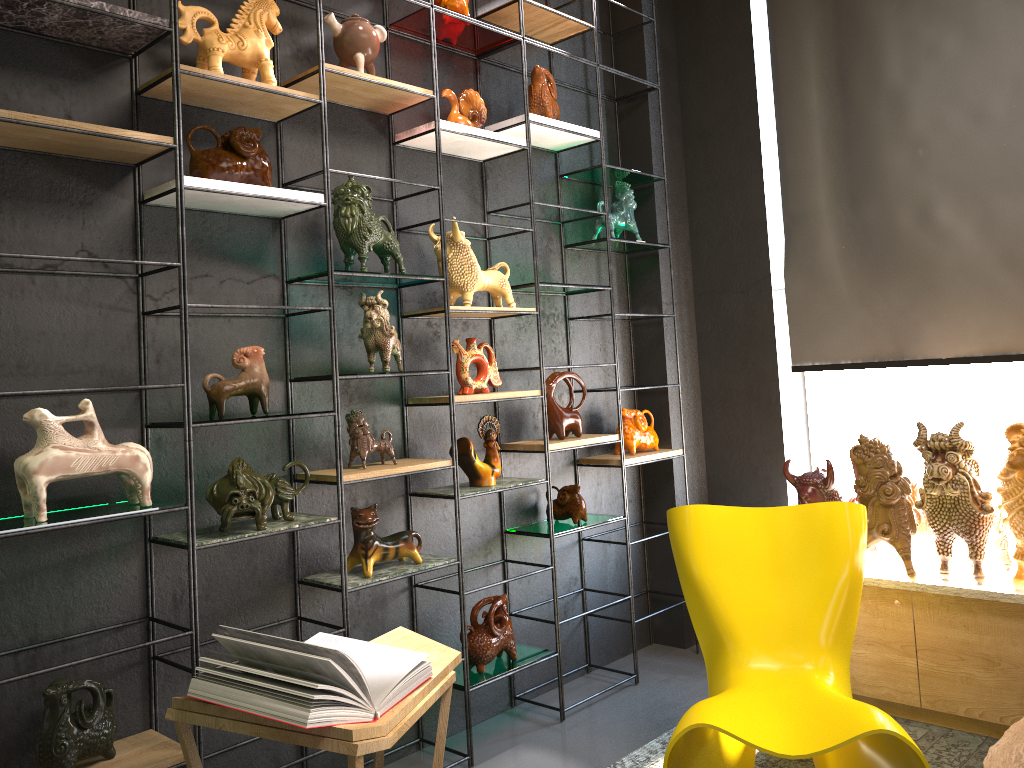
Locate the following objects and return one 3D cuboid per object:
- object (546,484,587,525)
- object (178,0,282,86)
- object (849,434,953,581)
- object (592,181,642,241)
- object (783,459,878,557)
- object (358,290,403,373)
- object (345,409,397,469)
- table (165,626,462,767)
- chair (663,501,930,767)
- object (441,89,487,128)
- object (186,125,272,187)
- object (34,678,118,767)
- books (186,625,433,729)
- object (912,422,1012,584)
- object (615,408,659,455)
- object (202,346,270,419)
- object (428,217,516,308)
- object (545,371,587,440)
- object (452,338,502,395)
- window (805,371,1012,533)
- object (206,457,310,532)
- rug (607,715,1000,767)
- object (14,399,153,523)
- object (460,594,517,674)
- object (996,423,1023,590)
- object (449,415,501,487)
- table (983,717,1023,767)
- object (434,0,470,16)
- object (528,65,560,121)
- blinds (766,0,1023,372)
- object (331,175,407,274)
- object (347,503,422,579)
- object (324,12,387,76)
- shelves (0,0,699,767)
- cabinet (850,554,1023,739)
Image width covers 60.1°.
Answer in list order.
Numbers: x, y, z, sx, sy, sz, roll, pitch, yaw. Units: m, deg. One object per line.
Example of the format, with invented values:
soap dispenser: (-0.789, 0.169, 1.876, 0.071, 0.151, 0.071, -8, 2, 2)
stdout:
object: (0.227, 0.509, 3.796, 0.210, 0.169, 0.105, -4, -3, 43)
object: (-0.888, -1.100, 2.794, 0.169, 0.364, 0.376, -6, -3, 38)
object: (1.506, 0.453, 3.432, 0.475, 0.547, 0.248, -2, -3, -39)
object: (0.495, -0.829, 4.227, 0.151, 0.333, 0.289, -5, -3, 36)
object: (1.297, 0.504, 3.563, 0.463, 0.442, 0.218, -2, -3, -42)
object: (-0.464, -0.178, 3.076, 0.131, 0.281, 0.207, -3, -2, 1)
object: (-0.488, 0.187, 3.071, 0.183, 0.211, 0.096, -1, -3, -44)
table: (-0.407, 1.055, 2.251, 0.494, 0.621, 0.734, -5, -2, 44)
chair: (0.828, 0.843, 2.761, 0.657, 0.900, 1.067, -4, -1, 13)
object: (-0.184, -1.086, 3.532, 0.234, 0.210, 0.107, -2, -3, -30)
object: (-0.878, -0.703, 2.748, 0.138, 0.223, 0.278, -6, -2, 43)
object: (-1.131, 0.884, 2.318, 0.126, 0.250, 0.253, -4, -2, 13)
books: (-0.502, 0.713, 2.256, 0.399, 0.233, 0.482, -4, 0, 30)
object: (1.643, 0.420, 3.262, 0.270, 0.582, 0.430, -5, -3, 36)
object: (0.591, 0.217, 4.183, 0.138, 0.223, 0.278, -6, -2, 44)
object: (-0.839, -0.007, 2.703, 0.118, 0.221, 0.212, -5, -2, 27)
object: (-0.152, -0.459, 3.463, 0.369, 0.353, 0.174, -2, -3, -42)
object: (0.213, 0.091, 3.801, 0.114, 0.291, 0.249, -6, -3, 43)
object: (-0.138, -0.070, 3.470, 0.060, 0.224, 0.267, -7, -3, 44)
window: (2.275, -0.937, 3.758, 2.300, 3.180, 0.051, -5, -4, 43)
object: (-0.790, 0.326, 2.696, 0.191, 0.221, 0.402, -4, -1, 13)
rug: (1.582, 1.253, 1.742, 3.585, 0.010, 2.191, -3, 1, 43)
object: (-1.135, 0.191, 2.365, 0.341, 0.305, 0.164, -2, -3, -42)
object: (-0.099, 0.944, 3.343, 0.126, 0.250, 0.253, -6, -3, 43)
object: (1.865, 0.373, 3.037, 0.469, 0.657, 0.306, -1, -4, -42)
object: (-0.123, 0.258, 3.422, 0.123, 0.271, 0.227, -6, -3, 43)
table: (1.520, 1.103, 2.092, 0.692, 0.310, 0.829, -3, 0, 43)
object: (-0.254, -1.528, 3.593, 0.139, 0.223, 0.277, -3, -1, -16)
object: (0.138, -1.242, 3.885, 0.126, 0.250, 0.253, -4, -2, 13)
blinds: (-0.152, -0.903, 4.999, 3.526, 3.320, 12.669, -3, 0, -26)
object: (-0.514, -0.551, 3.101, 0.255, 0.358, 0.166, -1, -4, -42)
object: (-0.425, 0.519, 3.046, 0.309, 0.236, 0.155, -2, -2, -43)
object: (-0.552, -1.188, 3.150, 0.164, 0.267, 0.237, -4, -2, 15)
shelves: (-0.349, -0.611, 3.311, 0.273, 3.923, 2.994, -7, -4, 43)
cabinet: (2.248, 0.943, 2.726, 2.721, 0.532, 0.404, -3, -1, 43)
